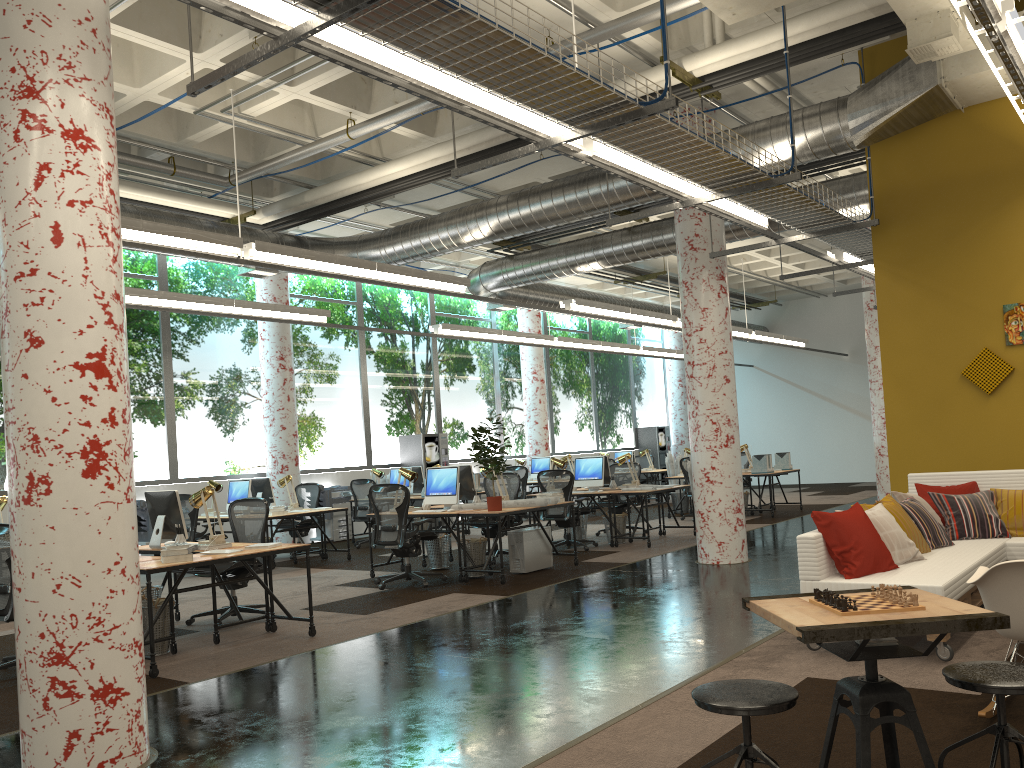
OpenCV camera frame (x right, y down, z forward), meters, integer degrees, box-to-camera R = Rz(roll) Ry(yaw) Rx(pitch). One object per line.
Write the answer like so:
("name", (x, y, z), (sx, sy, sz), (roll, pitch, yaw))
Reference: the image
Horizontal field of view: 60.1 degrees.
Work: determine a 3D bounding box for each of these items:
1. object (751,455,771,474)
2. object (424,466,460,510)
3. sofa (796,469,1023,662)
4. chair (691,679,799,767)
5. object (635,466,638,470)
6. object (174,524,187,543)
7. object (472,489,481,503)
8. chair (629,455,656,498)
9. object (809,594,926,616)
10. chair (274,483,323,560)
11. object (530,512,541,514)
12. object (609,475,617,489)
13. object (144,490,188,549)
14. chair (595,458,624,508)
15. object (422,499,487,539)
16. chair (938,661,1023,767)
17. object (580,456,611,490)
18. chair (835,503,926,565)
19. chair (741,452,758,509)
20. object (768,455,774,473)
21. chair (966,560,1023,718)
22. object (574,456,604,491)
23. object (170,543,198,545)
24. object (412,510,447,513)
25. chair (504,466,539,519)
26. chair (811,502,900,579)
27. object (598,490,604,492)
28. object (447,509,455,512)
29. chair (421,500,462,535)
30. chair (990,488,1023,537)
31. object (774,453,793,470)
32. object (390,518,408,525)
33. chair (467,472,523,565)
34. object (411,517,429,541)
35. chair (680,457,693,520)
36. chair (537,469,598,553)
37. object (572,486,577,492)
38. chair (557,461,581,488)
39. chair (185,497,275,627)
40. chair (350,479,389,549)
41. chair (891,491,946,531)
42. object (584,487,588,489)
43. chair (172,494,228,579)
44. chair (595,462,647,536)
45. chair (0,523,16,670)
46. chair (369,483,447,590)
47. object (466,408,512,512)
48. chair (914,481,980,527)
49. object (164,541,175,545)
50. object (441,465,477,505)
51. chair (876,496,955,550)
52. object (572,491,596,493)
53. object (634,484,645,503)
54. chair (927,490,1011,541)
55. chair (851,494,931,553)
("object", (4.153, 1.346, 14.798), (0.281, 0.302, 0.150), (-6, -3, 37))
("object", (-0.764, 1.169, 9.902), (0.485, 0.484, 0.189), (-6, -3, 37))
("sofa", (3.408, 1.103, 5.913), (2.023, 0.929, 2.855), (-7, -5, 37))
("chair", (0.788, 1.271, 2.937), (0.346, 0.496, 0.338), (-4, -2, -3))
("object", (2.934, 1.933, 20.729), (0.101, 0.209, 0.101), (-3, -2, -7))
("object", (-2.698, 1.244, 7.202), (0.101, 0.209, 0.101), (-3, -2, -7))
("object", (-0.409, 1.309, 10.223), (0.101, 0.209, 0.101), (-3, -2, -7))
("chair", (3.145, 2.266, 21.462), (0.771, 1.084, 0.793), (-5, -3, 21))
("object", (1.171, 0.731, 2.940), (0.273, 0.012, 0.274), (-4, -4, -2))
("chair", (-3.175, 2.036, 13.257), (0.771, 1.084, 0.793), (-5, -3, 21))
("object", (0.478, 2.536, 18.563), (0.359, 0.434, 0.353), (-5, -3, 34))
("object", (1.451, 1.407, 12.745), (0.101, 0.209, 0.101), (-3, -2, -7))
("object", (-2.937, 1.141, 7.460), (0.485, 0.484, 0.189), (-6, -3, 37))
("chair", (2.184, 2.207, 19.911), (0.771, 1.084, 0.793), (-5, -3, 21))
("object", (-0.650, 1.666, 9.942), (0.850, 0.932, 0.104), (-5, -2, 33))
("chair", (1.653, 1.217, 2.973), (0.346, 0.496, 0.338), (-4, -2, -3))
("object", (1.212, 1.304, 13.002), (0.485, 0.484, 0.189), (-6, -3, 37))
("chair", (2.449, 1.012, 5.881), (0.524, 0.400, 0.332), (-2, -3, -33))
("chair", (4.168, 1.819, 16.570), (0.771, 1.084, 0.793), (-5, -3, 21))
("object", (4.243, 1.349, 14.915), (0.281, 0.302, 0.150), (-6, -3, 37))
("chair", (2.435, 1.121, 3.988), (0.616, 0.752, 0.793), (-6, -4, 37))
("object", (1.096, 1.267, 12.424), (0.485, 0.484, 0.189), (-6, -3, 37))
("object", (-2.766, 1.376, 7.614), (0.440, 0.017, 0.118), (-7, -6, 37))
("object", (-0.905, 1.399, 9.736), (0.440, 0.017, 0.118), (-7, -6, 37))
("chair", (0.202, 2.135, 17.338), (0.771, 1.084, 0.793), (-5, -3, 21))
("chair", (2.137, 0.985, 5.552), (0.534, 0.444, 0.302), (-1, -3, -36))
("object", (1.209, 1.457, 12.052), (0.059, 0.029, 0.106), (-7, -5, 38))
("object", (-0.651, 1.360, 9.530), (0.059, 0.029, 0.106), (-7, -5, 38))
("chair", (-1.269, 2.105, 15.732), (0.771, 1.084, 0.793), (-5, -3, 21))
("chair", (3.967, 0.998, 6.817), (0.522, 0.381, 0.366), (-6, -4, 34))
("object", (4.770, 1.368, 15.599), (0.281, 0.302, 0.150), (-6, -3, 37))
("object", (-1.956, 2.448, 15.406), (0.353, 0.434, 0.369), (-3, -3, -17))
("chair", (-0.198, 1.642, 10.956), (0.771, 1.084, 0.793), (-5, -3, 21))
("object", (-1.503, 2.348, 14.492), (0.359, 0.434, 0.353), (-5, -3, 34))
("chair", (3.207, 1.760, 15.019), (0.771, 1.084, 0.793), (-5, -3, 21))
("chair", (0.701, 1.682, 11.927), (0.771, 1.084, 0.793), (-5, -3, 21))
("object", (0.875, 1.439, 12.674), (0.101, 0.209, 0.101), (-3, -2, -7))
("chair", (1.163, 2.194, 18.889), (0.771, 1.084, 0.793), (-5, -3, 21))
("chair", (-2.487, 1.577, 7.936), (0.771, 1.084, 0.793), (-5, -3, 21))
("chair", (-2.230, 2.047, 14.181), (0.771, 1.084, 0.793), (-5, -3, 21))
("chair", (3.170, 1.028, 6.884), (0.335, 0.437, 0.545), (-6, -4, 43))
("object", (1.128, 1.565, 13.363), (0.059, 0.029, 0.106), (-7, -5, 38))
("chair", (-4.136, 1.977, 11.706), (0.771, 1.084, 0.793), (-5, -3, 21))
("chair", (1.662, 1.740, 13.478), (0.771, 1.084, 0.793), (-5, -3, 21))
("chair", (-3.448, 1.519, 6.385), (0.771, 1.084, 0.793), (-5, -3, 21))
("chair", (-1.159, 1.584, 9.405), (0.771, 1.084, 0.793), (-5, -3, 21))
("object", (-0.237, 0.784, 9.203), (0.514, 1.076, 0.438), (-5, -2, 28))
("chair", (3.589, 1.012, 7.196), (0.534, 0.436, 0.287), (-4, -2, 10))
("object", (-3.022, 1.402, 7.820), (0.059, 0.029, 0.106), (-7, -5, 38))
("object", (-0.648, 1.207, 10.480), (0.485, 0.484, 0.189), (-6, -3, 37))
("chair", (2.975, 1.042, 6.514), (0.523, 0.407, 0.342), (-1, -4, -37))
("object", (0.955, 1.497, 12.258), (0.440, 0.017, 0.118), (-7, -6, 37))
("object", (2.911, 2.508, 20.222), (0.359, 0.434, 0.353), (-5, -3, 34))
("chair", (3.571, 1.029, 6.900), (0.516, 0.391, 0.358), (-4, -3, 7))
("chair", (2.656, 1.006, 6.202), (0.546, 0.437, 0.317), (-1, -4, -40))
